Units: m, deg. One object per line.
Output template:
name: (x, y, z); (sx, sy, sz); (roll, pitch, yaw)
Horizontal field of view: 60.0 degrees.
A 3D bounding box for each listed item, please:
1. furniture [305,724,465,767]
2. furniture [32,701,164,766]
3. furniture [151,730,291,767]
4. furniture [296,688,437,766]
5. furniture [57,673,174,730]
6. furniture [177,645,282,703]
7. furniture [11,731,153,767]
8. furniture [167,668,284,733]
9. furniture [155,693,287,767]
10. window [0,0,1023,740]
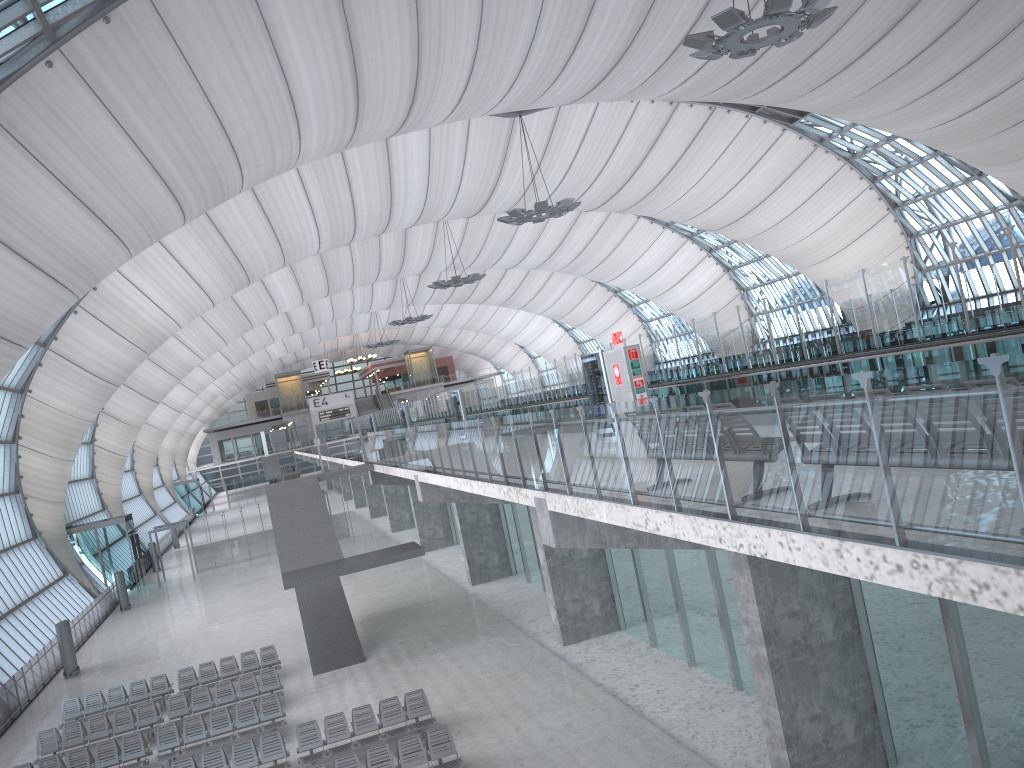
furniture: (-2.240, 6.659, 15.197); (2.705, 0.913, 1.572); (-11, -1, -16)
furniture: (-9.620, 8.221, 20.724); (2.705, 0.913, 1.572); (-11, -1, -16)
furniture: (-5.573, 7.352, 16.704); (2.705, 0.913, 1.572); (-11, -1, -16)
furniture: (-2.894, 6.819, 17.501); (2.705, 0.913, 1.572); (-11, -1, -16)
furniture: (-10.340, 8.397, 23.259); (2.705, 0.913, 1.572); (-11, -1, -16)
furniture: (-7.661, 7.864, 24.057); (2.705, 0.913, 1.572); (-11, -1, -16)
furniture: (-8.980, 8.064, 18.469); (2.705, 0.913, 1.572); (-11, -1, -16)
furniture: (-6.941, 7.687, 21.522); (2.705, 0.913, 1.572); (-11, -1, -16)
furniture: (-6.301, 7.531, 19.267); (2.705, 0.913, 1.572); (-11, -1, -16)
window: (-7.862, -1.073, 76.825); (50.537, 20.004, 167.818); (-11, -1, -16)
